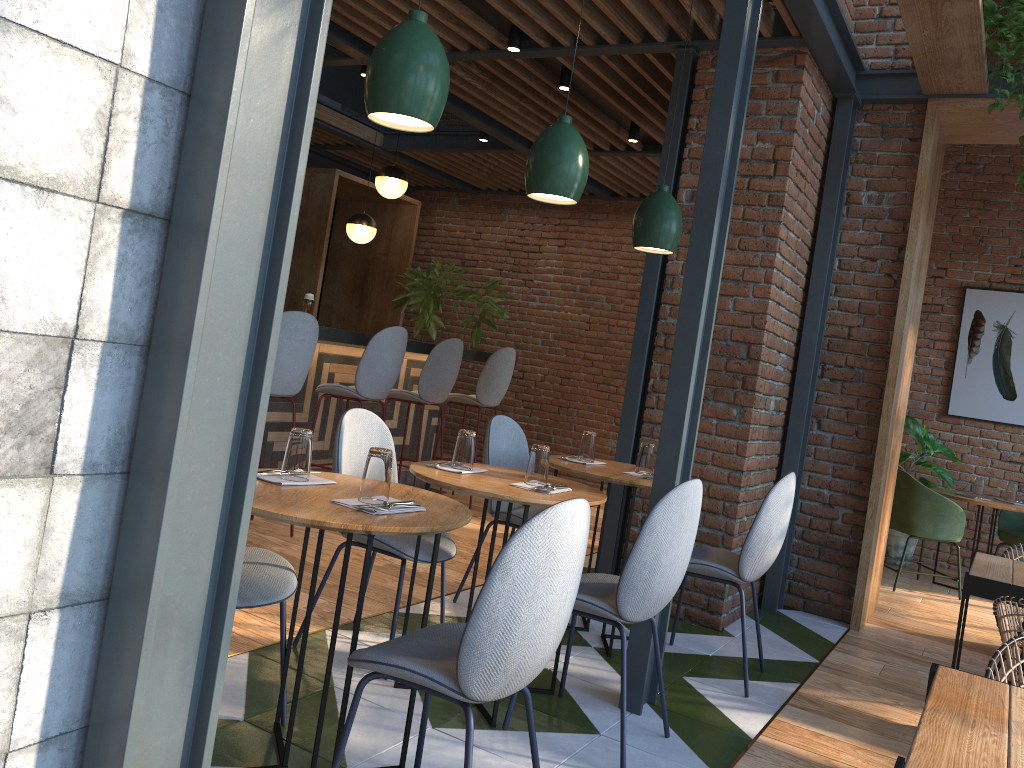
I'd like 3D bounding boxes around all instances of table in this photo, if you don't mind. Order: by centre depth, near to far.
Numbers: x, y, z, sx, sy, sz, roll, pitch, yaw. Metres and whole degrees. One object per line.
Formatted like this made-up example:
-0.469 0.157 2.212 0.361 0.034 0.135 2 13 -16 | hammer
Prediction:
1.170 0.983 1.164 1.275 0.706 0.656 10 1 30 | table
-0.509 0.664 2.344 0.702 0.747 0.697 9 0 40 | table
2.130 1.079 2.852 1.275 0.706 0.656 10 1 30 | table
-0.070 0.707 3.116 0.698 0.747 0.701 9 0 -18 | table
0.430 0.757 3.993 0.698 0.747 0.700 9 0 -14 | table
3.385 1.171 6.368 0.808 0.687 0.806 9 1 13 | table

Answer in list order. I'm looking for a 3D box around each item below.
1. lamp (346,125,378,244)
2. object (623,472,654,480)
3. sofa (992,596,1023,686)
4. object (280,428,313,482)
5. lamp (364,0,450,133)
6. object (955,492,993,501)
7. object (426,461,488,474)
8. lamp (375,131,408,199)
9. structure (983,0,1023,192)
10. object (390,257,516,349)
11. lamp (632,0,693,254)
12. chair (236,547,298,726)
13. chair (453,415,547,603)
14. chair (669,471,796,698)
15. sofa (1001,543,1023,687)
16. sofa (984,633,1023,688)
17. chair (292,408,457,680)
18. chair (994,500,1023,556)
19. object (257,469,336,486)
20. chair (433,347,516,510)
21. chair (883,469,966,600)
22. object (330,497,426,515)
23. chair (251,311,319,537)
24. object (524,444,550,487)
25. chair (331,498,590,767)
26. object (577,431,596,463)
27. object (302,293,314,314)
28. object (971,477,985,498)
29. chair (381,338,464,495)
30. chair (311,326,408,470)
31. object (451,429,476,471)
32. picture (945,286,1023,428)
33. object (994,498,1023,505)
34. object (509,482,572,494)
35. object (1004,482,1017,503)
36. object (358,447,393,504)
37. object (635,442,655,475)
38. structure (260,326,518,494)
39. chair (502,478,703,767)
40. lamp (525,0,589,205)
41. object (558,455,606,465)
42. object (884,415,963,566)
-1.062 -3.118 7.871 0.267 3.797 0.269 10 -1 -40 | lamp
0.596 0.398 3.907 0.158 0.019 0.242 10 2 33 | object
1.858 1.039 2.369 1.095 0.733 0.469 9 0 30 | sofa
-0.589 0.193 2.442 0.080 0.138 0.080 9 0 -2 | object
-0.141 -1.697 2.384 0.224 2.023 0.223 8 -1 33 | lamp
3.297 0.801 6.342 0.157 0.019 0.243 8 2 -12 | object
-0.191 0.298 3.206 0.158 0.019 0.242 10 2 27 | object
-0.716 -3.393 7.282 0.269 3.797 0.267 8 -1 39 | lamp
2.478 -1.430 4.370 0.514 0.969 0.662 9 0 22 | structure
-0.789 -0.281 9.182 1.521 2.098 1.079 9 0 35 | object
0.797 -1.603 4.031 0.224 2.023 0.223 8 -1 33 | lamp
-0.875 0.529 2.571 0.509 0.888 0.416 9 0 36 | chair
0.077 0.624 4.211 0.509 0.888 0.417 9 0 31 | chair
0.876 0.764 3.738 0.509 0.888 0.417 9 0 26 | chair
2.414 1.094 3.347 1.095 0.733 0.469 9 0 30 | sofa
1.449 0.998 1.652 1.095 0.733 0.469 9 0 30 | sofa
-0.461 0.568 3.356 0.509 0.888 0.417 9 0 26 | chair
3.878 1.180 6.434 0.514 0.819 0.639 9 0 -11 | chair
-0.606 0.257 2.472 0.158 0.019 0.242 10 2 35 | object
-0.310 0.299 6.870 0.509 1.244 0.417 9 -1 29 | chair
2.867 1.026 6.305 0.514 0.819 0.639 9 0 -6 | chair
-0.346 0.304 2.264 0.158 0.019 0.242 10 2 35 | object
-1.407 0.191 4.903 0.509 1.244 0.416 8 -1 41 | chair
0.091 0.280 3.060 0.080 0.138 0.080 9 0 40 | object
-0.128 0.660 2.097 0.509 0.888 0.417 9 0 31 | chair
0.349 0.287 4.079 0.080 0.138 0.080 9 0 -24 | object
-1.221 -0.451 5.291 0.070 0.183 0.070 9 -1 -40 | object
3.334 0.741 6.328 0.080 0.138 0.080 9 0 -39 | object
-0.682 0.261 6.243 0.509 1.244 0.417 9 -1 28 | chair
-0.995 0.224 5.544 0.509 1.244 0.417 9 -1 26 | chair
-0.169 0.235 3.177 0.080 0.138 0.080 9 0 -20 | object
3.998 -0.221 7.193 0.728 1.096 0.022 9 -1 30 | picture
3.623 0.850 6.394 0.157 0.019 0.243 8 2 -12 | object
0.096 0.348 3.038 0.158 0.019 0.242 10 2 26 | object
3.609 0.781 6.402 0.080 0.138 0.080 9 0 -39 | object
-0.348 0.236 2.288 0.080 0.138 0.080 9 0 8 | object
0.594 0.330 3.931 0.080 0.138 0.080 9 0 16 | object
-2.447 -0.080 5.905 2.926 1.397 4.904 10 2 30 | structure
0.307 0.702 2.902 0.509 0.888 0.417 9 0 31 | chair
0.298 -1.653 3.155 0.224 2.023 0.223 8 -1 33 | lamp
0.331 0.350 4.108 0.158 0.019 0.242 10 2 33 | object
3.182 0.857 7.154 0.633 1.197 0.715 9 0 -10 | object
